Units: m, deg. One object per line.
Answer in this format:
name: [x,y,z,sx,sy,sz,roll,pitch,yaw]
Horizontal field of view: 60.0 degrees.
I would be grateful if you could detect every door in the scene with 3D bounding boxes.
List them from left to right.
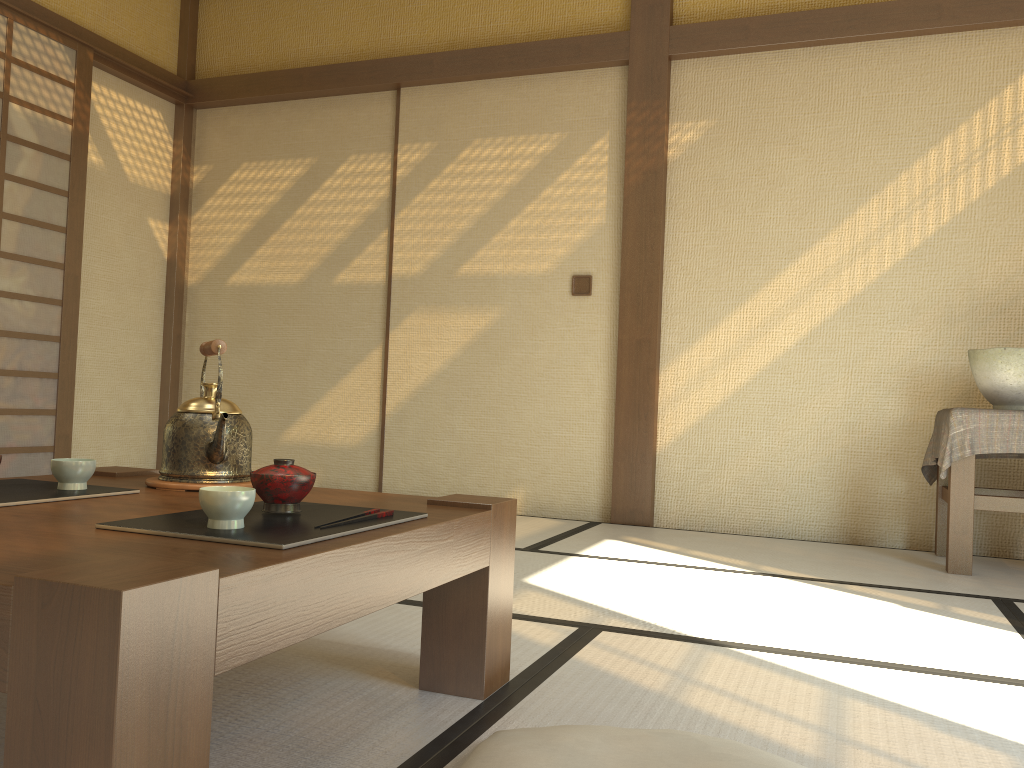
door: [-2.461,-0.606,3.839,0.076,2.265,1.230,2,-2,21]

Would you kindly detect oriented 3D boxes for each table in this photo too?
table: [-0.641,0.361,1.420,1.000,0.350,1.000,2,-2,21]
table: [1.895,0.397,3.323,0.629,0.595,0.633,2,-2,20]

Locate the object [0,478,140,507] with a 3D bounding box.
object: [-0.891,0.184,1.489,0.300,0.007,0.400,2,-2,21]

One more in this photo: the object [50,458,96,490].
object: [-0.786,0.162,1.587,0.074,0.052,0.073,3,-2,-26]

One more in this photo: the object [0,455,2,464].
object: [-0.891,0.136,1.449,0.100,0.080,0.100,2,-2,21]

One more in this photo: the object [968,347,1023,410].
object: [1.909,-0.011,3.321,0.357,0.230,0.358,3,-2,-10]

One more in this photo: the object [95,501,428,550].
object: [-0.348,0.203,1.320,0.300,0.007,0.400,2,-2,21]

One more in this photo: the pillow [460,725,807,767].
pillow: [0.147,0.525,1.090,0.486,0.107,0.496,2,-2,14]

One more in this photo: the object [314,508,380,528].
object: [-0.244,0.200,1.324,0.008,0.008,0.200,2,-2,17]

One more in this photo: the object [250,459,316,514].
object: [-0.355,0.157,1.376,0.100,0.080,0.100,2,-2,21]

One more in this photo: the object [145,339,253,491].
object: [-0.612,0.059,1.792,0.226,0.296,0.219,2,-2,16]

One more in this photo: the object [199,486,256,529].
object: [-0.388,0.168,1.206,0.074,0.052,0.073,3,-2,-26]

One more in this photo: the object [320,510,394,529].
object: [-0.228,0.200,1.317,0.008,0.008,0.200,2,-2,21]
